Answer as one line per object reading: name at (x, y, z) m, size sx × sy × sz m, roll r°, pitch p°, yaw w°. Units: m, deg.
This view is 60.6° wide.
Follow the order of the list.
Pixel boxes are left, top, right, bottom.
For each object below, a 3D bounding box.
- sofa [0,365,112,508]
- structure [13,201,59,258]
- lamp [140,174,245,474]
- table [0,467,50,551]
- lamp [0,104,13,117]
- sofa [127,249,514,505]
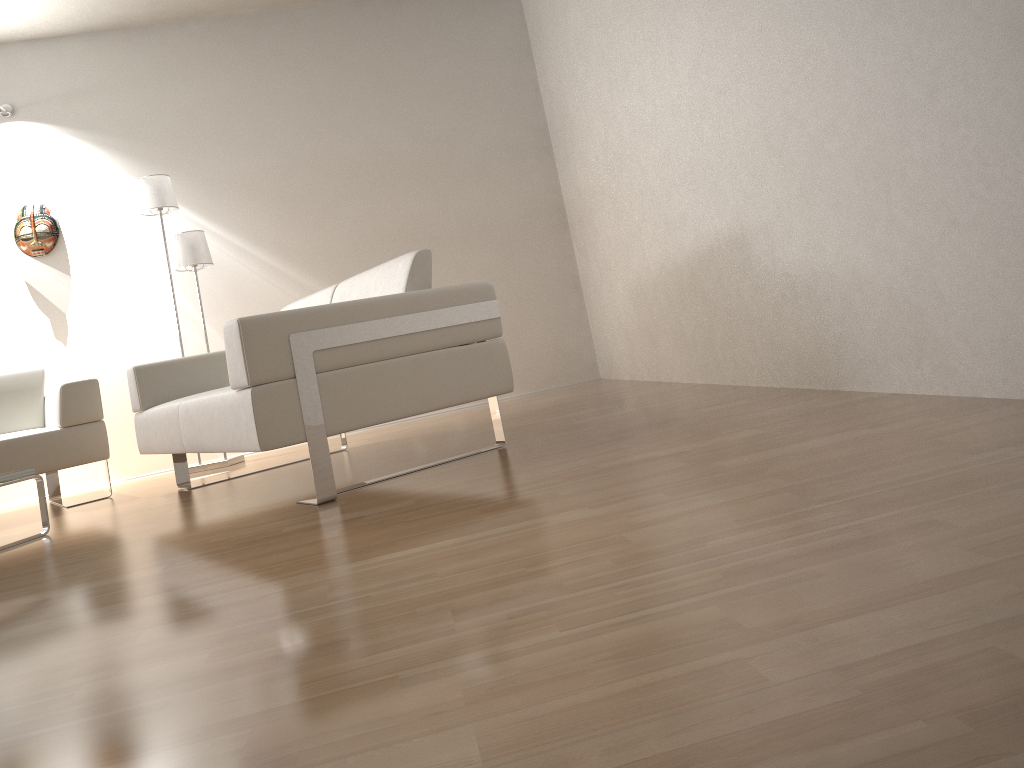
sofa at (-2.914, 0.375, 4.056) m, size 1.804 × 0.748 × 0.888 m, roll -12°, pitch 0°, yaw -34°
structure at (-2.908, -0.947, 5.323) m, size 0.266 × 0.359 × 0.074 m, roll -11°, pitch -6°, yaw -10°
lamp at (-1.800, -0.365, 4.896) m, size 0.363 × 1.693 × 0.207 m, roll -12°, pitch -6°, yaw 11°
table at (-2.157, 0.528, 2.942) m, size 0.694 × 0.252 × 0.797 m, roll -11°, pitch 2°, yaw 16°
lamp at (-3.119, -1.678, 5.338) m, size 0.080 × 0.109 × 0.188 m, roll -11°, pitch 0°, yaw -8°
sofa at (-0.866, -0.012, 3.477) m, size 0.917 × 0.747 × 1.749 m, roll -11°, pitch 1°, yaw -34°
